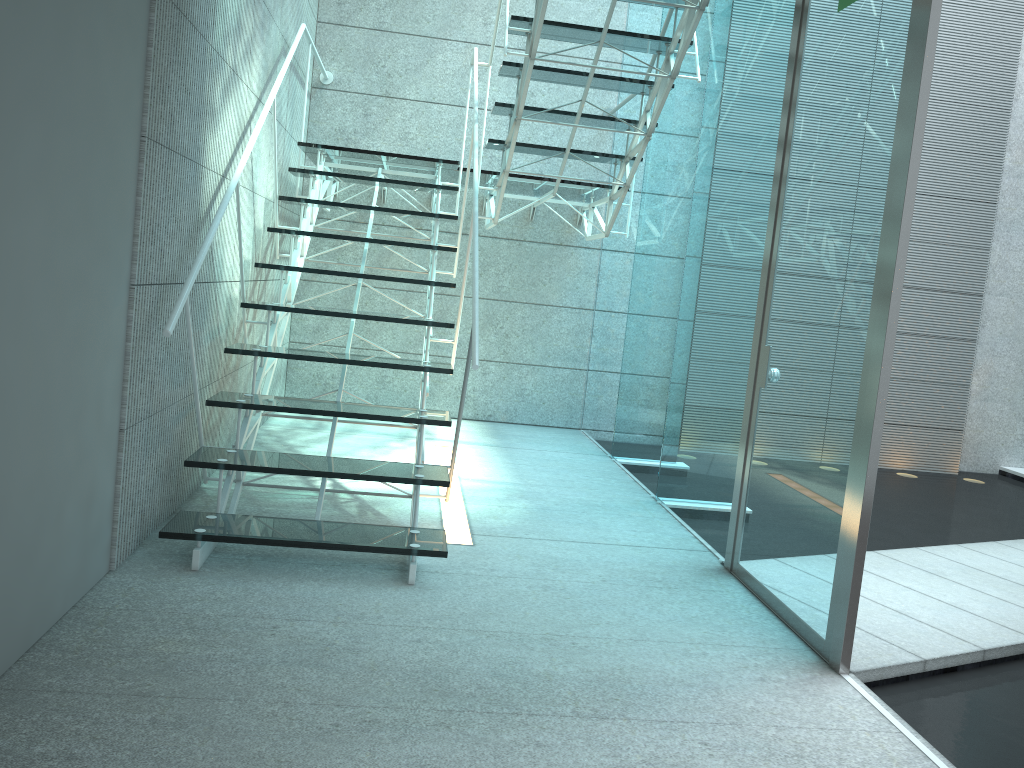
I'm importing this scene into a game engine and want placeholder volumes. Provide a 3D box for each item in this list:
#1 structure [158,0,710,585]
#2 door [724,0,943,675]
[{"bbox_3d":[0.007,-2.551,4.011,1.909,5.991,3.306,6,5,-7],"label":"structure"},{"bbox_3d":[0.950,-0.312,2.663,0.076,2.059,0.868,6,5,-7],"label":"door"}]
